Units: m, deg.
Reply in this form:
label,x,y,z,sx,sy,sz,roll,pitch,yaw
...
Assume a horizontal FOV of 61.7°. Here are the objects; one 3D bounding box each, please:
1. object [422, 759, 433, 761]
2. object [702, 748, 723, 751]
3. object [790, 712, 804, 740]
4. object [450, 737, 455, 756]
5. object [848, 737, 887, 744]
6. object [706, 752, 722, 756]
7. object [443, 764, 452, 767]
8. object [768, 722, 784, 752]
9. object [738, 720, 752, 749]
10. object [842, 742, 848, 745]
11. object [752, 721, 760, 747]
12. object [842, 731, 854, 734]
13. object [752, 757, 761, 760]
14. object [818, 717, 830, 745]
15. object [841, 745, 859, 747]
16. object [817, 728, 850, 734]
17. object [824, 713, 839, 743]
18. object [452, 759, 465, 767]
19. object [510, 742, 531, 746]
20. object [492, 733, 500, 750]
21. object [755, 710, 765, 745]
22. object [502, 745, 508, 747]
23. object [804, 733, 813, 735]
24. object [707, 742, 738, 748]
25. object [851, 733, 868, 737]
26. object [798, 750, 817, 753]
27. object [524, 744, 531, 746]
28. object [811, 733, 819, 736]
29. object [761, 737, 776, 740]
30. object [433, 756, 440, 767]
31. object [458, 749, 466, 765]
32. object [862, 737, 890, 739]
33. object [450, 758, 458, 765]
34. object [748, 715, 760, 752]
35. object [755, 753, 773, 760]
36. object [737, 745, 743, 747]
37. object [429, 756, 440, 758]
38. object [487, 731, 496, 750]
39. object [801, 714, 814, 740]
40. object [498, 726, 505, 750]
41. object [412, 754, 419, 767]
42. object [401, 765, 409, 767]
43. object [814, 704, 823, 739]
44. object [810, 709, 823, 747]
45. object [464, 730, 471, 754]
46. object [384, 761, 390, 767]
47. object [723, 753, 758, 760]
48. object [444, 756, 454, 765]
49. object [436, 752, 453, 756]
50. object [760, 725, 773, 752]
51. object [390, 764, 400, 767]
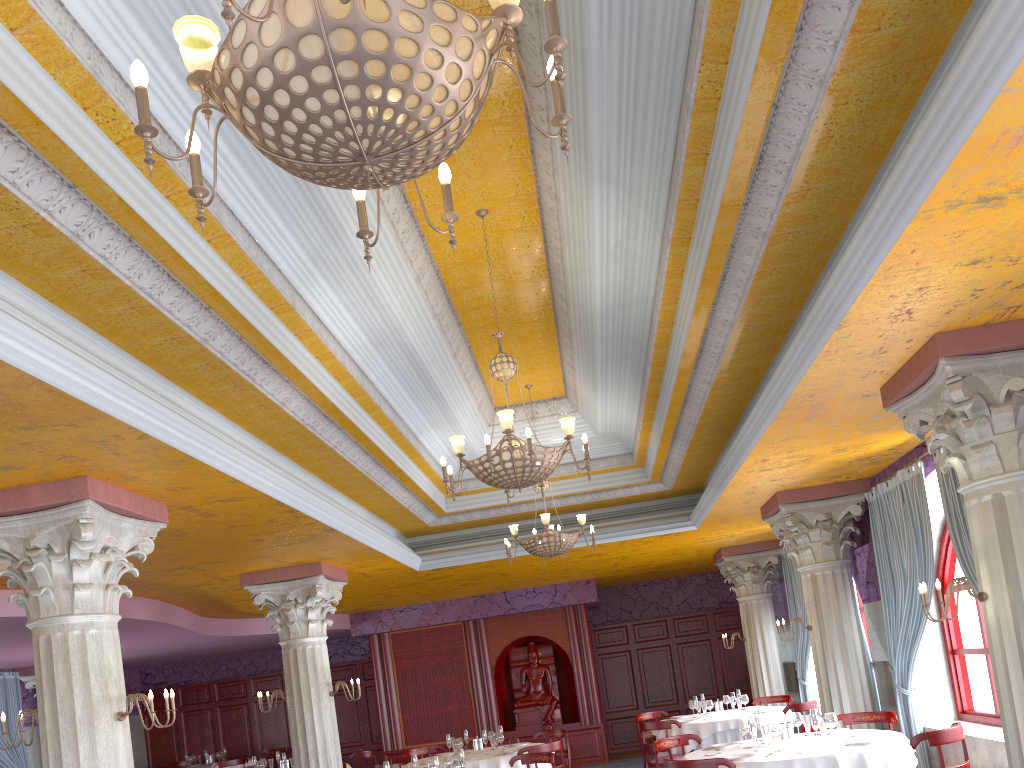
label,x,y,z,sx,sy,sz,roll,pitch,yaw
object,-1.163,5.183,11.795,0.158,0.009,0.167,5,-23,-33
object,1.966,3.586,8.405,0.054,0.019,0.270,4,-22,-33
object,2.778,3.326,8.326,0.122,0.256,0.126,-7,-7,-4
object,-0.827,5.065,11.959,0.122,0.256,0.126,-7,-7,-4
object,3.065,3.085,7.389,0.314,0.023,0.328,-9,-19,4
object,1.896,3.472,8.029,0.159,0.009,0.166,-9,-19,4
object,-0.604,3.756,8.190,0.088,0.230,0.086,-11,-7,29
object,2.360,3.149,7.645,0.121,0.256,0.127,-4,-8,-27
object,2.233,3.355,8.193,0.124,0.256,0.124,-10,-8,18
object,2.916,3.157,7.520,0.139,0.010,0.031,7,-22,-37
object,2.335,3.374,8.252,0.086,0.230,0.088,-9,-6,7
object,3.272,3.378,8.311,0.233,0.013,0.029,8,-23,-39
object,2.129,3.220,7.377,0.254,0.003,0.023,9,-25,-40
object,2.807,3.126,7.718,0.085,0.230,0.089,-6,-6,-15
object,2.911,3.078,7.289,0.027,0.013,0.243,5,-22,-37
object,3.174,3.439,8.466,0.314,0.023,0.328,-9,-19,4
object,2.905,3.121,7.779,0.121,0.256,0.127,-4,-8,-27
object,-0.505,3.750,8.251,0.121,0.256,0.127,-4,-8,-27
object,0.114,5.150,12.232,0.311,0.023,0.331,-3,-19,-15
object,-0.221,5.007,11.992,0.086,0.230,0.088,-9,-6,7
object,2.422,3.344,8.343,0.073,0.326,0.076,-5,-6,-27
object,-0.043,5.221,12.371,0.257,0.019,0.057,6,-22,-35
object,3.017,3.510,8.605,0.257,0.019,0.057,6,-22,-35
object,2.105,3.619,8.565,0.311,0.023,0.331,1,-21,-24
object,3.233,3.266,7.964,0.158,0.009,0.167,5,-23,-33
object,2.526,3.144,7.323,0.160,0.009,0.165,10,-26,-42
object,0.212,5.089,12.077,0.233,0.013,0.029,8,-23,-39
object,3.044,3.505,8.576,0.254,0.003,0.023,9,-25,-40
object,2.604,3.595,8.670,0.164,0.009,0.161,-20,-22,32
object,-0.704,3.692,8.106,0.076,0.326,0.073,-12,-7,41
object,-0.492,3.834,8.607,0.073,0.326,0.076,-5,-6,-27
object,3.205,3.123,7.549,0.054,0.019,0.270,4,-22,-33
object,-0.572,3.925,8.697,0.086,0.230,0.088,-9,-6,7
object,2.210,3.202,7.842,0.075,0.326,0.075,-10,-5,18
object,2.154,3.198,7.349,0.257,0.019,0.057,6,-22,-35
object,2.256,3.560,8.433,0.139,0.010,0.031,7,-22,-37
object,-1.093,5.297,12.172,0.054,0.019,0.270,4,-22,-33
object,-0.282,5.036,12.093,0.122,0.256,0.126,-7,-7,-4
object,2.839,3.296,8.225,0.088,0.230,0.086,-11,-7,29
object,-0.141,4.915,11.901,0.076,0.326,0.073,-12,-7,41
object,-0.988,3.974,8.815,0.076,0.326,0.073,-12,-7,41
object,-1.076,4.004,8.724,0.086,0.230,0.088,-9,-6,7
object,2.918,3.205,8.135,0.074,0.326,0.076,-8,-5,-4
object,2.706,3.062,7.633,0.076,0.326,0.073,-12,-7,41
object,-0.637,5.055,12.110,0.076,0.326,0.073,-12,-7,41
object,-1.200,3.831,8.314,0.074,0.326,0.076,-8,-5,-4
object,1.996,3.265,7.488,0.314,0.023,0.328,-9,-19,4
object,-0.633,3.955,8.798,0.124,0.256,0.124,-10,-8,18
object,-0.954,5.330,12.332,0.315,0.023,0.327,10,-26,-42
object,2.303,3.205,7.745,0.088,0.230,0.086,-11,-7,29
object,-1.178,3.984,8.665,0.121,0.256,0.127,-4,-8,-27
